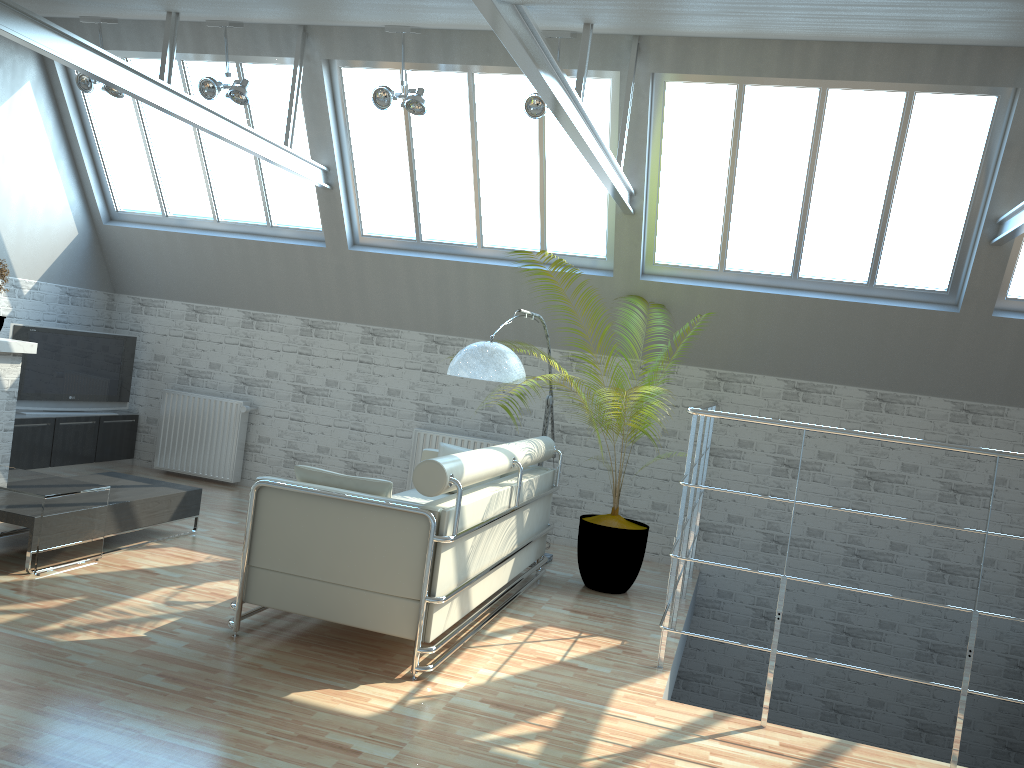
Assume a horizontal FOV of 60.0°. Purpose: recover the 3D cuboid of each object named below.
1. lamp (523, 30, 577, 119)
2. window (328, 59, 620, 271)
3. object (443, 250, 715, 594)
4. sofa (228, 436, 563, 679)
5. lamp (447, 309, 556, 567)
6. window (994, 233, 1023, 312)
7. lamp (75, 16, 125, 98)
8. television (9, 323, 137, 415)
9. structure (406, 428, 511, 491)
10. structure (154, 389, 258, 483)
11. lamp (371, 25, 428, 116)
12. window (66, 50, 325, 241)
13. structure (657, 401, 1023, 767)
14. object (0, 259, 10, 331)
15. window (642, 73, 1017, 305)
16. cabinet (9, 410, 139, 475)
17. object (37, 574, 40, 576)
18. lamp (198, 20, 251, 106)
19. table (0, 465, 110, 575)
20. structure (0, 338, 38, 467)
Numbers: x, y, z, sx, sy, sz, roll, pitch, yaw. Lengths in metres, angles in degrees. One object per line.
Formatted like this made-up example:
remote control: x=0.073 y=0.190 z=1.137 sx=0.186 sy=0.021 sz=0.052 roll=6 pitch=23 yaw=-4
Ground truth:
lamp: x=0.585 y=-4.119 z=11.790 sx=0.808 sy=1.172 sz=0.619 roll=8 pitch=2 yaw=19
window: x=-0.564 y=-3.526 z=14.153 sx=4.651 sy=2.787 sz=1.897 roll=8 pitch=1 yaw=15
object: x=0.853 y=0.609 z=12.132 sx=3.777 sy=4.386 sz=5.015 roll=7 pitch=1 yaw=-10
sofa: x=-1.015 y=1.603 z=10.642 sx=2.199 sy=1.999 sz=4.866 roll=8 pitch=1 yaw=15
lamp: x=0.215 y=0.836 z=12.977 sx=1.015 sy=3.709 sz=4.621 roll=8 pitch=2 yaw=21
window: x=9.152 y=-2.176 z=11.507 sx=4.651 sy=2.787 sz=1.897 roll=8 pitch=1 yaw=15
lamp: x=-6.363 y=-5.084 z=13.682 sx=0.808 sy=1.172 sz=0.619 roll=8 pitch=2 yaw=19
television: x=-7.959 y=-0.229 z=15.952 sx=0.592 sy=1.514 sz=2.577 roll=8 pitch=2 yaw=25
structure: x=-0.878 y=1.660 z=15.408 sx=1.892 sy=1.524 sz=0.508 roll=8 pitch=1 yaw=15
structure: x=-5.790 y=0.977 z=16.746 sx=1.892 sy=1.524 sz=0.508 roll=8 pitch=1 yaw=15
lamp: x=-1.547 y=-4.415 z=12.370 sx=0.808 sy=1.172 sz=0.618 roll=8 pitch=2 yaw=19
window: x=-5.422 y=-4.201 z=15.476 sx=4.651 sy=2.787 sz=1.897 roll=8 pitch=1 yaw=15
structure: x=4.842 y=1.981 z=10.706 sx=5.366 sy=2.781 sz=6.483 roll=8 pitch=1 yaw=15
object: x=-8.189 y=-1.354 z=13.530 sx=0.572 sy=1.265 sz=1.115 roll=8 pitch=2 yaw=19
window: x=4.293 y=-2.851 z=12.830 sx=4.651 sy=2.787 sz=1.897 roll=8 pitch=1 yaw=15
cabinet: x=-8.209 y=1.016 z=15.914 sx=0.908 sy=1.016 sz=3.234 roll=8 pitch=1 yaw=15
object: x=-7.268 y=0.501 z=10.392 sx=4.859 sy=2.558 sz=1.528 roll=8 pitch=1 yaw=14
lamp: x=-4.249 y=-4.790 z=13.106 sx=0.808 sy=1.172 sz=0.619 roll=8 pitch=2 yaw=19
table: x=-5.794 y=1.529 z=10.307 sx=1.726 sy=0.867 sz=1.015 roll=8 pitch=1 yaw=15
structure: x=-8.478 y=-2.047 z=12.743 sx=1.309 sy=7.180 sz=3.302 roll=8 pitch=1 yaw=15
